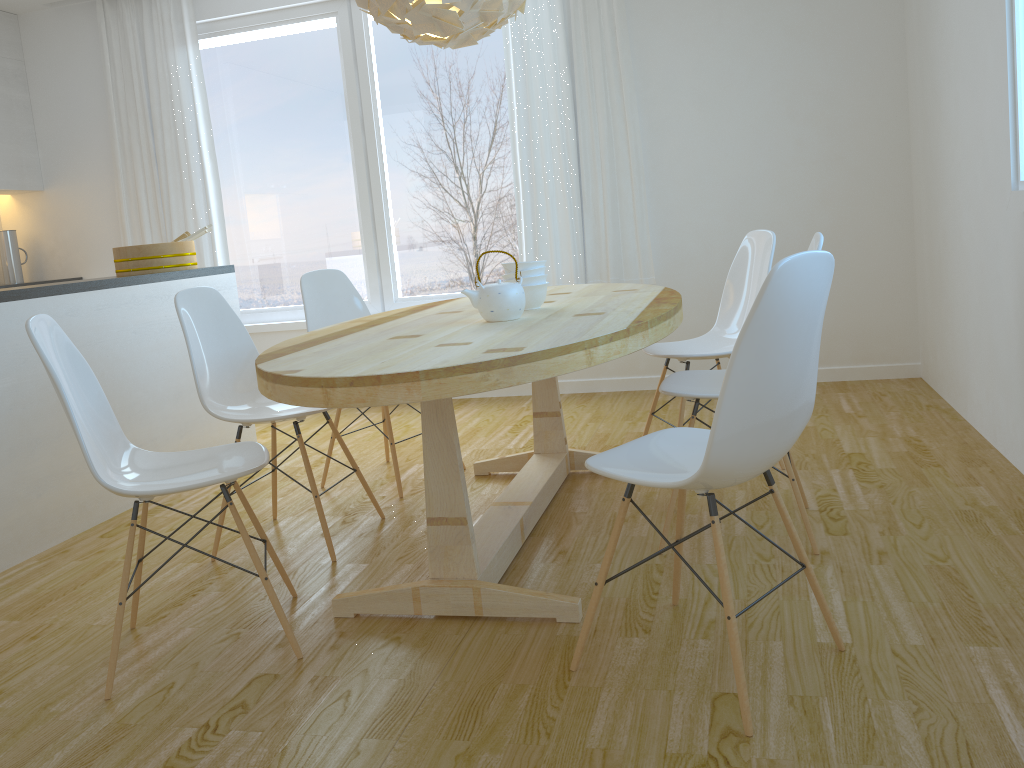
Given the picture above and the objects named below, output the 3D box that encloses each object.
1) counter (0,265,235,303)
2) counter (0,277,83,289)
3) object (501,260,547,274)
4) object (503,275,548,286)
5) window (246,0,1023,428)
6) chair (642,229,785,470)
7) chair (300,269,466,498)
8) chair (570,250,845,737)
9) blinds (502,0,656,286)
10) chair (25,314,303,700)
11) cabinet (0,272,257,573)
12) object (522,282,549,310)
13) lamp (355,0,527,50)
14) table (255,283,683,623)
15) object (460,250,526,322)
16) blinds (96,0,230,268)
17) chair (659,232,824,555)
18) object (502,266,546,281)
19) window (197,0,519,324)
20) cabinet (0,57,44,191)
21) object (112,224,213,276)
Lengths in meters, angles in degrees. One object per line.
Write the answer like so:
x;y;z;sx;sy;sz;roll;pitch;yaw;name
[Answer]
-2.007;-0.346;3.454;0.600;0.040;2.423;-3;10;15;counter
-3.437;-0.496;5.095;0.599;0.040;2.020;-3;10;15;counter
0.043;-0.364;2.933;0.152;0.086;0.153;3;12;43;object
0.047;-0.313;2.937;0.153;0.092;0.151;-12;11;-35;object
0.162;-0.858;2.192;2.546;2.038;1.897;-3;8;15;window
0.763;-0.128;3.456;0.524;0.895;0.432;-7;7;-10;chair
-0.569;-0.045;3.710;0.523;0.895;0.433;0;9;35;chair
0.417;0.177;1.905;0.523;0.895;0.433;2;10;45;chair
0.320;-1.592;4.919;0.794;2.144;0.151;-4;7;15;blinds
-0.862;0.238;2.258;0.524;0.895;0.432;-7;7;-15;chair
-1.962;0.120;3.506;0.600;0.902;2.423;-3;10;15;cabinet
0.052;-0.290;2.936;0.153;0.082;0.152;-12;11;-35;object
-0.244;-1.614;2.746;0.646;1.127;0.644;-4;8;14;lamp
-0.022;0.129;2.918;1.192;0.719;2.211;-3;10;14;table
-0.052;-0.296;2.658;0.177;0.210;0.148;-3;8;14;object
-2.248;-1.465;5.608;0.794;2.144;0.151;-4;7;15;blinds
0.693;0.011;2.702;0.522;0.895;0.433;-4;7;15;chair
0.042;-0.337;2.935;0.150;0.095;0.153;0;10;32;object
-0.882;-1.387;5.466;2.724;1.904;0.089;-3;7;15;window
-3.557;-0.698;4.468;0.480;2.283;3.231;-4;9;15;cabinet
-1.738;-0.659;4.367;0.379;0.212;0.433;3;13;43;object
